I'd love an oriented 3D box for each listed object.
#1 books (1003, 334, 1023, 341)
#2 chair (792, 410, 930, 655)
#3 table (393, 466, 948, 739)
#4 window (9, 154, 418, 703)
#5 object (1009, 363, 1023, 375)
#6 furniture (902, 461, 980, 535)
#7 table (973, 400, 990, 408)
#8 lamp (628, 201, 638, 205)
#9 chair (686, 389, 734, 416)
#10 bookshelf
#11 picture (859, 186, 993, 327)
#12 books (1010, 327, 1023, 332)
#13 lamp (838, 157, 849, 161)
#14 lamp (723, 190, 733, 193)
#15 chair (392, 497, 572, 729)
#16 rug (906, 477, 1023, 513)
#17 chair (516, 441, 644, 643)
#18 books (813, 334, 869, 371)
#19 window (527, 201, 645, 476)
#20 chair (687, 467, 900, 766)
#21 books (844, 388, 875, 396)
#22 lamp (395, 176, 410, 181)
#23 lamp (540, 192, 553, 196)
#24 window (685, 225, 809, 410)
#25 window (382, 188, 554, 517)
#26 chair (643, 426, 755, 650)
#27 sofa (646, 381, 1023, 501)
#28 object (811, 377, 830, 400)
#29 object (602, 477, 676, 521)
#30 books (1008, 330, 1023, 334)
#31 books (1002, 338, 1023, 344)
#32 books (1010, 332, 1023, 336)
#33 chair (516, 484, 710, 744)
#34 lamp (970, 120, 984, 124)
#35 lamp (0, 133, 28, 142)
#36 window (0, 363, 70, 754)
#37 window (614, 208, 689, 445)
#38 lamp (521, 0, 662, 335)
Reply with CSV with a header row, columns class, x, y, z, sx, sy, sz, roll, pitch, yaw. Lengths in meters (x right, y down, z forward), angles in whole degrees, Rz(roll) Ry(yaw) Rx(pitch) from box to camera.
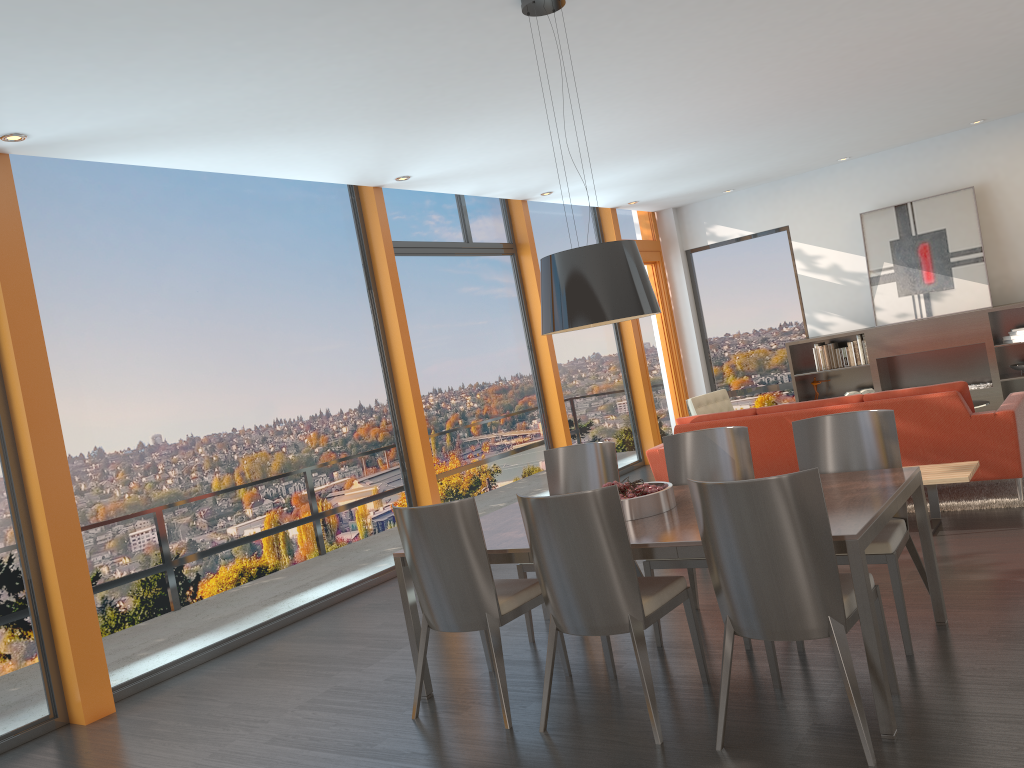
class,x,y,z,sx,sy,sz,roll,pitch,yaw
books,5.391,-0.518,9.251,0.398,0.038,0.314,-11,1,-26
chair,1.553,0.648,4.068,0.548,0.967,0.615,-10,1,35
table,0.697,0.963,4.101,2.150,0.764,1.172,-10,1,35
window,-1.851,0.029,6.223,0.070,3.346,2.926,-10,1,35
object,5.393,-0.156,9.298,0.309,0.117,0.308,-11,1,-21
furniture,2.037,0.829,5.978,2.004,0.357,0.493,-10,1,35
table,3.210,0.519,7.952,1.997,0.464,0.948,-10,1,36
lamp,1.446,-2.168,10.618,0.129,0.010,0.129,-11,1,-10
chair,2.299,0.470,9.092,0.706,0.817,0.700,-10,1,45
bookshelf,4.862,-0.182,9.756,3.385,1.163,0.570,-10,1,35
picture,4.611,-1.407,9.939,1.207,1.338,0.269,-10,1,35
books,5.379,-0.585,9.250,0.300,0.020,0.210,-10,1,25
lamp,3.849,-2.609,10.295,0.129,0.010,0.129,-11,1,-10
lamp,2.706,-2.412,11.101,0.129,0.010,0.129,-11,1,-10
chair,-0.171,0.969,4.069,0.548,0.967,0.615,-10,1,35
rug,3.129,0.769,7.593,3.769,0.043,2.986,-10,1,35
chair,0.369,0.852,4.902,0.548,0.967,0.615,-10,1,35
books,3.853,-0.374,10.300,0.591,0.339,0.324,-10,1,35
window,0.781,-0.539,10.089,0.070,3.346,1.845,-10,1,35
chair,1.012,0.765,3.234,0.548,0.967,0.615,-10,1,35
books,4.031,0.105,10.268,0.335,0.064,0.234,-10,1,15
lamp,-0.887,-1.665,7.192,0.129,0.010,0.129,-11,1,-10
lamp,0.351,-1.932,9.009,0.129,0.010,0.129,-11,1,-10
window,3.062,-0.988,11.448,1.409,3.340,0.065,-10,1,35
window,-0.385,-0.288,8.377,0.070,3.346,2.106,-10,1,35
chair,0.988,0.745,4.466,0.548,0.967,0.615,-10,1,35
sofa,2.413,0.492,6.708,2.595,0.852,1.039,-10,1,35
object,3.647,0.057,10.564,0.202,0.290,0.244,-11,1,-35
object,0.544,0.523,4.163,0.427,0.154,0.427,-11,1,-11
books,5.382,-0.566,9.251,0.300,0.020,0.210,-11,1,-15
books,5.398,-0.481,9.252,0.398,0.038,0.314,-11,1,-16
books,5.386,-0.546,9.251,0.300,0.020,0.210,-11,1,-26
chair,0.393,0.872,3.671,0.548,0.967,0.615,-10,1,35
lamp,4.979,-2.804,9.497,0.129,0.010,0.129,-11,1,-10
lamp,-2.615,-1.292,4.654,0.129,0.010,0.129,-11,1,-10
window,-3.230,0.326,4.198,0.070,3.346,1.663,-10,1,35
window,1.758,-0.747,11.358,0.211,3.346,1.157,-10,1,35
lamp,0.271,-1.055,4.126,0.567,1.580,0.567,-11,1,-26
